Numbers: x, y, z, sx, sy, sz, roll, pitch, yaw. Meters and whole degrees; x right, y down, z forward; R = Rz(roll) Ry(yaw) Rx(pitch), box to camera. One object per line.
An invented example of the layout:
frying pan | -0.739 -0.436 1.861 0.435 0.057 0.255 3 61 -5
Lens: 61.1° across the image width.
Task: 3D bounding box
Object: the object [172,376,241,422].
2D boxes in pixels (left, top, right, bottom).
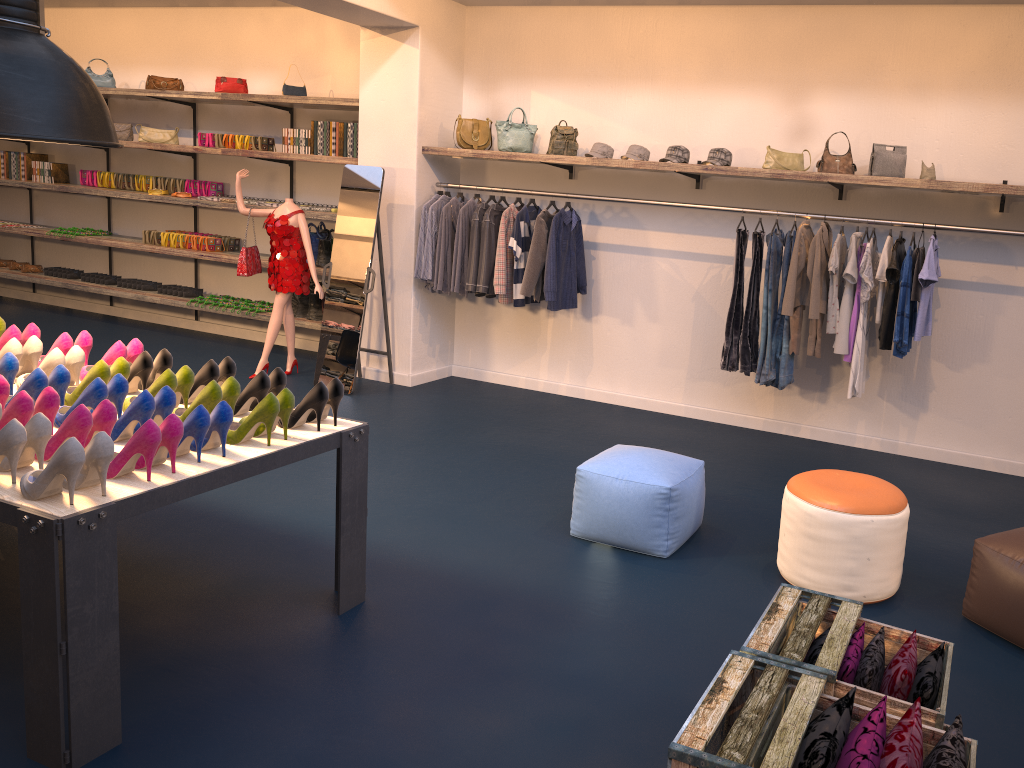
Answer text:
object | -1.138 0.060 3.214 0.228 0.193 0.216 9 12 25

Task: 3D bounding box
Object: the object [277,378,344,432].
object | -0.776 0.064 3.326 0.228 0.193 0.216 9 12 25

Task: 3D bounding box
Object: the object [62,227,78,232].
object | -4.447 -1.558 8.818 0.078 0.067 0.256 12 14 34

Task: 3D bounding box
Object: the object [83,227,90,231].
object | -4.358 -1.585 8.974 0.081 0.074 0.245 7 13 15

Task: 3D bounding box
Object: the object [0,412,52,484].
object | -1.509 0.176 2.576 0.233 0.193 0.212 7 11 17

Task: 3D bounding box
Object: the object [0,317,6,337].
object | -2.464 -0.226 3.993 0.228 0.193 0.216 9 12 25

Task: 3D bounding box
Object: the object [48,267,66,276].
object | -4.772 -1.178 9.116 0.062 0.086 0.200 9 13 28

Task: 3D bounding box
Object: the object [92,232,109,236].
object | -4.214 -1.510 8.813 0.079 0.057 0.249 9 13 23

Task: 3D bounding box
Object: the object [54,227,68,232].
object | -4.544 -1.568 8.827 0.078 0.062 0.255 11 14 32

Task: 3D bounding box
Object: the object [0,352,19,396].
object | -2.016 -0.033 3.308 0.229 0.193 0.222 9 12 25

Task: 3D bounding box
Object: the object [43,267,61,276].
object | -4.831 -1.188 9.140 0.062 0.086 0.200 9 13 28

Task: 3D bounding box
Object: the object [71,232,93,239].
object | -4.303 -1.481 8.657 0.079 0.057 0.249 9 13 23

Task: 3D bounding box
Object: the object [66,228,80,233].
object | -4.387 -1.542 8.763 0.079 0.063 0.256 12 14 34

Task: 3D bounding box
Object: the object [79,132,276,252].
object | -3.303 -1.879 8.429 2.540 1.122 0.487 10 11 23

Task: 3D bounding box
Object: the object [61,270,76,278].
object | -4.592 -1.146 9.041 0.062 0.086 0.200 9 13 28

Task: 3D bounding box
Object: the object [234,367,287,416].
object | -1.022 0.021 3.424 0.228 0.193 0.216 9 12 25

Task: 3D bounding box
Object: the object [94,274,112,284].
object | -4.166 -1.071 8.866 0.062 0.086 0.200 9 13 28

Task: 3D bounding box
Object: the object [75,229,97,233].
object | -4.289 -1.531 8.753 0.079 0.067 0.256 12 14 34

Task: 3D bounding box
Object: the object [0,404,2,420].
object | -1.736 0.129 2.700 0.236 0.193 0.210 6 11 12

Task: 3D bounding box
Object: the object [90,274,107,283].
object | -4.227 -1.082 8.892 0.062 0.086 0.200 9 13 28

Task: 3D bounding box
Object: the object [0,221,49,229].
object | -5.394 -1.700 9.218 0.837 0.029 0.380 10 14 23

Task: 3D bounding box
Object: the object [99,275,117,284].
object | -4.108 -1.061 8.842 0.062 0.086 0.200 9 13 28

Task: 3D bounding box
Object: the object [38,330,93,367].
object | -1.977 -0.150 3.832 0.226 0.193 0.218 11 13 32

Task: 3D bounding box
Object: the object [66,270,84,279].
object | -4.531 -1.136 9.017 0.062 0.086 0.200 9 13 28

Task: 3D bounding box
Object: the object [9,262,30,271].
object | -5.272 -1.272 9.349 0.228 0.082 0.222 8 13 15

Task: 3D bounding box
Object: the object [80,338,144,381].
object | -1.724 -0.109 3.742 0.230 0.193 0.214 8 12 22

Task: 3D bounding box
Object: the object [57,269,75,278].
object | -4.650 -1.157 9.065 0.062 0.086 0.200 9 13 28

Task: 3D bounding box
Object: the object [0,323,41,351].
object | -2.248 -0.186 3.891 0.228 0.193 0.216 9 12 25

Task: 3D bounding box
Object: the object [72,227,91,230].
object | -4.477 -1.601 8.993 0.254 0.053 0.080 -4 14 -32

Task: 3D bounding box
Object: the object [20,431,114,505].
object | -1.262 0.220 2.474 0.226 0.193 0.217 11 13 31

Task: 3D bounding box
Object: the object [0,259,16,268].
object | -5.490 -1.314 9.457 0.219 0.082 0.229 14 15 36

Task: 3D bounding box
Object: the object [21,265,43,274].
object | -5.069 -1.226 9.220 0.227 0.082 0.222 8 13 15

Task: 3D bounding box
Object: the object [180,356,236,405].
object | -1.257 -0.024 3.538 0.228 0.193 0.216 9 12 25

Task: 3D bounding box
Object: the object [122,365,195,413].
object | -1.352 0.018 3.323 0.231 0.193 0.214 8 12 21

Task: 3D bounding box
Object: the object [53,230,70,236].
object | -4.532 -1.525 8.767 0.079 0.057 0.249 9 13 23

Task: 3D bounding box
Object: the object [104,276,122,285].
object | -4.047 -1.051 8.818 0.062 0.086 0.200 9 13 28

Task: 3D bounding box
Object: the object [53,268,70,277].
object | -4.711 -1.168 9.091 0.062 0.086 0.200 9 13 28

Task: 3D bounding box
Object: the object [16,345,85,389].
object | -1.866 -0.070 3.521 0.228 0.193 0.216 9 12 25

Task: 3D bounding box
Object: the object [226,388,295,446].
object | -0.912 0.105 3.101 0.232 0.193 0.213 8 12 18

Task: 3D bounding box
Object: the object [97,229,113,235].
object | -4.200 -1.559 8.909 0.084 0.067 0.241 5 13 7

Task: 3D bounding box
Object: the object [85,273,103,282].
object | -4.287 -1.093 8.917 0.062 0.086 0.200 9 13 28

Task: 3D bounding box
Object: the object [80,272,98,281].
object | -4.347 -1.103 8.940 0.062 0.086 0.200 9 13 28

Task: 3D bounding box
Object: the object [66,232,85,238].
object | -4.375 -1.498 8.702 0.079 0.057 0.249 9 13 23

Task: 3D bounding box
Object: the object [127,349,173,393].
object | -1.531 -0.060 3.598 0.226 0.193 0.218 11 13 33

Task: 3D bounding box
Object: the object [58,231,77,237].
object | -4.460 -1.509 8.722 0.079 0.057 0.249 9 13 23

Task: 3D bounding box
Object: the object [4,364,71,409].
object | -1.756 0.016 3.188 0.228 0.193 0.216 9 12 25

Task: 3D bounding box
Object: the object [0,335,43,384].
object | -2.100 -0.115 3.636 0.228 0.193 0.216 9 12 25

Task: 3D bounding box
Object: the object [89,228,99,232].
object | -4.298 -1.569 8.919 0.085 0.072 0.240 5 13 6
